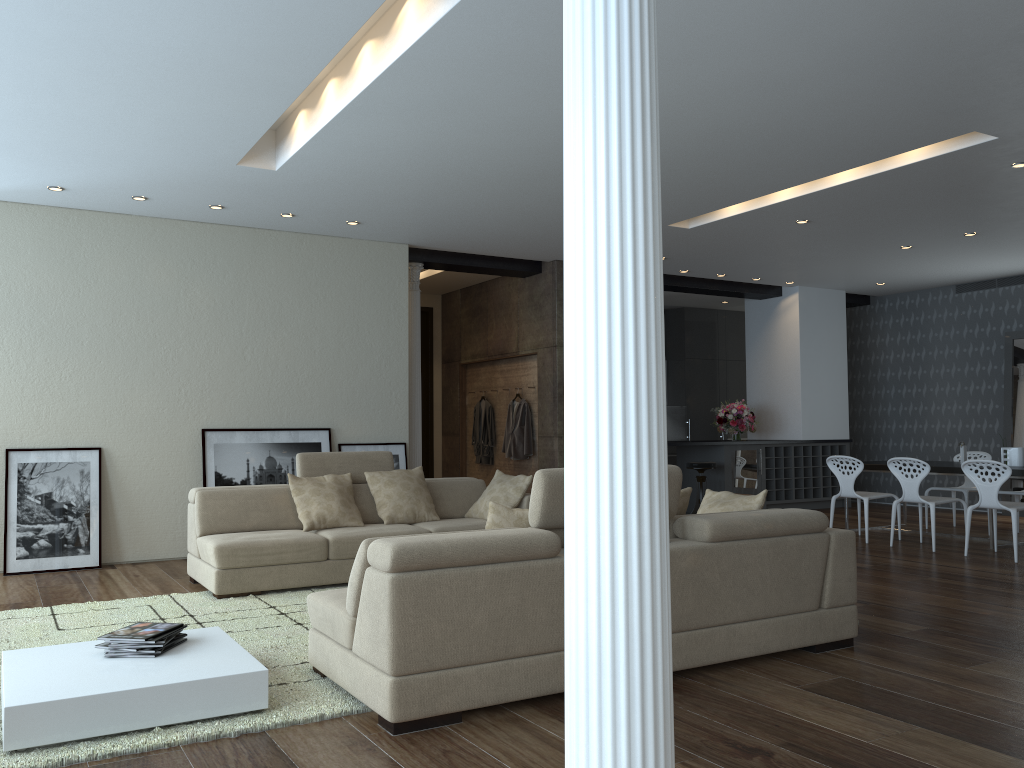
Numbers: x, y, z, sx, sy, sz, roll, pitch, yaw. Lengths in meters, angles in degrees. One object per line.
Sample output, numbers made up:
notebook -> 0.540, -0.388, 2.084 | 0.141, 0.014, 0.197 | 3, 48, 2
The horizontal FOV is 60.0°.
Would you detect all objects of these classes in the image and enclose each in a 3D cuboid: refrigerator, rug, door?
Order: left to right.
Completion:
door -> -1.591, 0.335, 12.110 | 1.037, 2.814, 0.246 | 1, -3, -30
rug -> -0.625, 1.382, 5.218 | 4.231, 0.020, 2.972 | 1, -3, -30
refrigerator -> 2.951, 1.157, 11.276 | 0.578, 0.774, 0.075 | 1, -3, -26

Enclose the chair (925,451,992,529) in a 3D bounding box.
chair -> 4.837, 1.147, 9.543 | 0.581, 0.835, 0.495 | 1, -3, -30

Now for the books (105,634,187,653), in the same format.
books -> -1.572, 1.115, 3.823 | 0.220, 0.010, 0.300 | -1, -3, 5

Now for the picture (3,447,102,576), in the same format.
picture -> -3.716, 1.017, 7.197 | 0.700, 0.988, 0.195 | 1, -3, -30

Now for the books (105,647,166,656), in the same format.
books -> -1.597, 1.125, 3.824 | 0.220, 0.010, 0.300 | 0, -3, -10

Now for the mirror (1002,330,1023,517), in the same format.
mirror -> 6.483, 0.460, 10.616 | 0.240, 2.294, 1.200 | 1, -3, -30

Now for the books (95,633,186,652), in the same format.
books -> -1.597, 1.106, 3.825 | 0.220, 0.010, 0.300 | -1, -3, 20

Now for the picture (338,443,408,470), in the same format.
picture -> -1.318, 1.070, 8.594 | 0.700, 0.988, 0.195 | 1, -3, -30

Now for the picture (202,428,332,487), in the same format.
picture -> -2.194, 0.976, 8.072 | 1.183, 1.140, 0.225 | 1, -3, -30

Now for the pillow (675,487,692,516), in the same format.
pillow -> 0.631, 0.739, 4.447 | 0.534, 0.439, 0.301 | 1, -3, -27

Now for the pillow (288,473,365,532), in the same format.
pillow -> -1.401, 0.877, 6.686 | 0.519, 0.416, 0.368 | 2, -3, -35

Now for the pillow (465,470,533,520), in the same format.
pillow -> -0.092, 0.904, 7.189 | 0.395, 0.393, 0.518 | 1, -3, -34

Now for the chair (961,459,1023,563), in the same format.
chair -> 4.151, 1.050, 7.511 | 0.581, 0.835, 0.495 | 1, -3, -30

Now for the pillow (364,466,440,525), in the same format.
pillow -> -0.868, 0.879, 7.012 | 0.534, 0.439, 0.301 | 1, -3, -34

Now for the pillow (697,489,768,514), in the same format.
pillow -> 1.168, 0.787, 5.034 | 0.395, 0.393, 0.518 | 1, -3, -27

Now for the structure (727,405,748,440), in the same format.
structure -> 3.559, 0.655, 14.512 | 0.595, 0.596, 0.591 | 1, -3, -30

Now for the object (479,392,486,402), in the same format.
object -> -0.373, 0.198, 11.418 | 0.010, 0.219, 0.430 | 1, -3, -30

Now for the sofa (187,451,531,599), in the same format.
sofa -> -1.080, 1.003, 6.866 | 2.581, 0.950, 1.021 | 1, -3, -30

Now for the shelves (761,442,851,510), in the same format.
shelves -> 3.720, 1.258, 12.221 | 1.700, 0.897, 0.900 | 1, -3, -30

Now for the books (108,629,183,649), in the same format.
books -> -1.572, 1.096, 3.823 | 0.220, 0.010, 0.300 | 0, -3, -5

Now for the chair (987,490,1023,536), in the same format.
chair -> 5.191, 1.114, 8.938 | 0.581, 0.835, 0.495 | 1, -3, -30

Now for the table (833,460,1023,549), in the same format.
table -> 4.767, 1.135, 8.267 | 1.200, 0.733, 3.400 | 1, -3, -30

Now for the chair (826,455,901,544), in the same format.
chair -> 3.438, 1.118, 8.758 | 0.581, 0.835, 0.495 | 1, -3, -30

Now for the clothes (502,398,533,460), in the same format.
clothes -> 0.056, 0.543, 10.616 | 0.173, 0.735, 0.700 | 1, -3, -32

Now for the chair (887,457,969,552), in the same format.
chair -> 3.787, 1.085, 8.151 | 0.581, 0.835, 0.495 | 1, -3, -30

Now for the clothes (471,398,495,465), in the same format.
clothes -> -0.388, 0.611, 11.395 | 0.141, 0.855, 0.569 | 1, -3, -30

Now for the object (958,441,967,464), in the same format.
object -> 4.428, 0.678, 8.735 | 0.076, 0.233, 0.161 | -3, -4, 41

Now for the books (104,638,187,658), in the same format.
books -> -1.572, 1.135, 3.822 | 0.220, 0.010, 0.300 | -1, -3, 5

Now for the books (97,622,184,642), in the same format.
books -> -1.597, 1.067, 3.827 | 0.220, 0.010, 0.300 | -1, -3, 10

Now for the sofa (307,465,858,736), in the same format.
sofa -> 0.406, 0.864, 4.324 | 2.581, 0.950, 1.021 | 1, -3, -30

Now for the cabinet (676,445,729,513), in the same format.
cabinet -> 2.709, 1.236, 11.631 | 0.642, 0.897, 0.900 | 1, -3, -30

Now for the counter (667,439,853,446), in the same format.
counter -> 2.853, 0.772, 11.741 | 3.700, 0.040, 1.000 | 1, -3, -30

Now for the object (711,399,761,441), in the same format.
object -> 2.954, 0.474, 11.700 | 0.544, 0.552, 0.570 | 1, -3, -24

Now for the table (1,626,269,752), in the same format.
table -> -1.567, 1.215, 3.630 | 0.900, 0.170, 0.900 | 1, -3, -30

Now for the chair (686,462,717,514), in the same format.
chair -> 3.289, 1.256, 7.555 | 16.134, 0.952, 21.556 | 1, -3, -30

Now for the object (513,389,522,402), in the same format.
object -> 0.071, 0.156, 10.634 | 0.010, 0.219, 0.430 | 1, -3, -30

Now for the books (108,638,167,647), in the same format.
books -> -1.597, 1.087, 3.826 | 0.220, 0.010, 0.300 | 0, -3, -15

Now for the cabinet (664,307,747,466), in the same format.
cabinet -> 2.597, 0.311, 14.096 | 7.409, 2.980, 0.827 | 1, -3, -30

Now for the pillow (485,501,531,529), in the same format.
pillow -> 0.085, 0.739, 4.143 | 0.519, 0.416, 0.368 | 1, -3, -26

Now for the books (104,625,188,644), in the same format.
books -> -1.572, 1.077, 3.824 | 0.220, 0.010, 0.300 | -1, -3, 5
